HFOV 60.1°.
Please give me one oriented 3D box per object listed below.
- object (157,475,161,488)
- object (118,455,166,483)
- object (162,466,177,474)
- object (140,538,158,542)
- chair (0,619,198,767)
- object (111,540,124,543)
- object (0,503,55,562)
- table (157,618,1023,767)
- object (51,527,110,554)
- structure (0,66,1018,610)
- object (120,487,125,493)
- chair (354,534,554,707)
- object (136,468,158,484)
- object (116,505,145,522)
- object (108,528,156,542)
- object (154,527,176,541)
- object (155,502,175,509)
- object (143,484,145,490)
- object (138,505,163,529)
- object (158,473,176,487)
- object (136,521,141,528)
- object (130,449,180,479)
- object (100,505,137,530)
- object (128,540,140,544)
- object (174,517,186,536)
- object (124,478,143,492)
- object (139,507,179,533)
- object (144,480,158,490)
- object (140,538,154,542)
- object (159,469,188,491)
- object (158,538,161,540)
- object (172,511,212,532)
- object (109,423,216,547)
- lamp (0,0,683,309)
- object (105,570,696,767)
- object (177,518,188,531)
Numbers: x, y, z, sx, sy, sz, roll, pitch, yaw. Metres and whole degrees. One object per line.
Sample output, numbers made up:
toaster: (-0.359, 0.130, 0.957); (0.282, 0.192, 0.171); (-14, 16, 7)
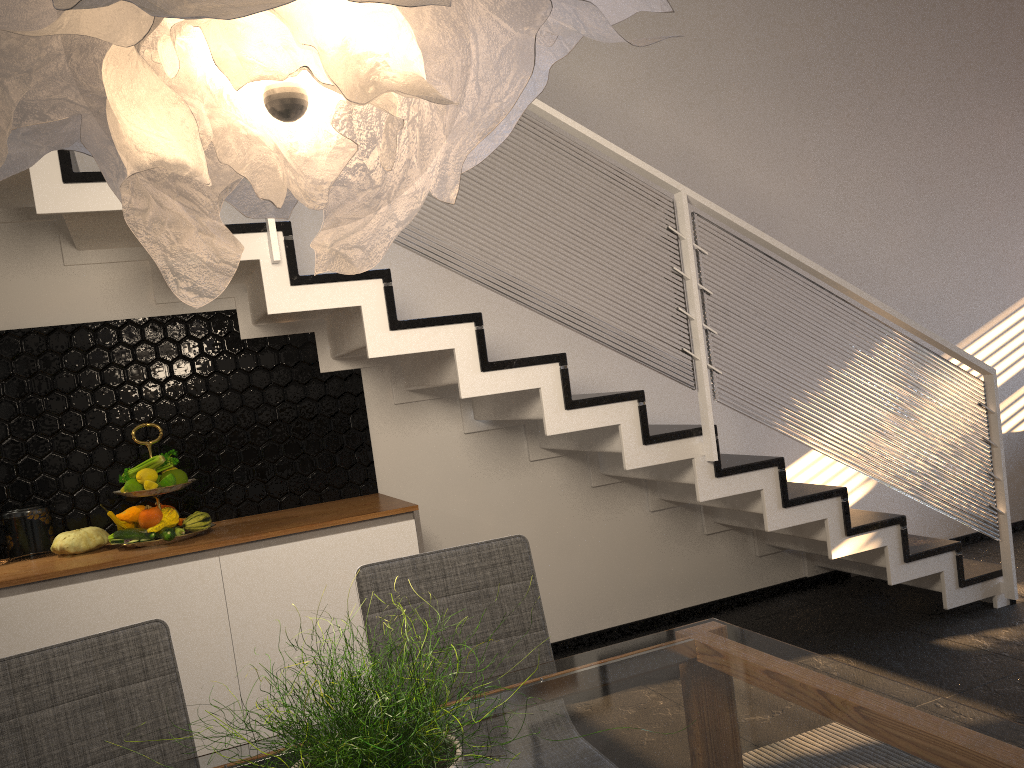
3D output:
object: (-1.270, 0.358, 3.194); (0.063, 0.061, 0.066); (-8, 2, -14)
object: (-1.302, 0.300, 3.100); (0.181, 0.082, 0.056); (-7, 3, 7)
object: (-1.237, 0.330, 3.216); (0.059, 0.069, 0.078); (-7, 2, 6)
object: (-1.288, 0.557, 3.137); (0.067, 0.014, 0.064); (-7, 1, 34)
chair: (-0.645, 0.927, 1.466); (0.473, 0.922, 0.602); (-10, 3, -36)
object: (-1.361, 0.543, 3.053); (0.042, 0.020, 0.043); (-7, 1, 30)
object: (-1.733, 0.532, 3.181); (0.172, 0.185, 0.171); (-5, 3, 45)
table: (-0.142, 0.965, 1.192); (1.794, 0.716, 0.998); (-8, 2, -22)
object: (-1.527, 0.553, 3.135); (0.196, 0.083, 0.189); (-8, 1, -13)
structure: (-1.721, -2.661, 1.020); (8.435, 8.336, 4.234); (-8, 3, -22)
object: (-1.348, 0.368, 3.110); (0.052, 0.050, 0.049); (-8, 2, -4)
chair: (-0.012, 0.839, 1.876); (0.474, 0.922, 0.601); (-9, 3, -19)
object: (-1.271, 0.322, 3.085); (0.071, 0.058, 0.068); (-8, 2, -23)
object: (-1.341, 0.459, 3.100); (0.126, 0.056, 0.059); (-8, 2, -21)
object: (-1.310, 0.520, 3.067); (0.217, 0.045, 0.053); (-7, 2, 25)
object: (-1.215, 0.517, 3.069); (0.061, 0.048, 0.240); (-9, 1, -41)
object: (-1.288, 0.490, 3.266); (0.112, 0.111, 0.112); (-6, 3, 44)
object: (-1.315, 0.366, 3.148); (0.075, 0.062, 0.101); (-9, 2, -40)
object: (-1.253, 0.465, 3.078); (0.085, 0.093, 0.087); (-8, 2, -17)
object: (-1.197, 0.339, 3.073); (0.059, 0.055, 0.060); (-7, 2, 12)
object: (-1.310, 0.482, 3.183); (0.089, 0.079, 0.087); (-7, 2, 13)
object: (-1.293, 0.295, 3.157); (0.210, 0.101, 0.067); (-8, 3, -7)
object: (-1.368, 0.469, 3.102); (0.061, 0.121, 0.125); (-7, 2, 10)
object: (-1.304, 0.546, 3.056); (0.041, 0.017, 0.043); (-7, 1, 9)
object: (-1.188, 0.513, 3.164); (0.069, 0.076, 0.229); (-9, 1, -31)
object: (-1.316, 0.358, 3.080); (0.062, 0.060, 0.065); (-9, 2, -26)
object: (-1.220, 0.472, 3.079); (0.079, 0.077, 0.153); (-7, 1, 13)
object: (-1.238, 0.348, 3.037); (0.048, 0.041, 0.044); (-7, 2, 29)
object: (-1.249, 0.537, 3.034); (0.043, 0.014, 0.042); (-8, 1, -12)
object: (-1.203, 0.342, 3.148); (0.095, 0.079, 0.101); (-8, 2, -26)
object: (-1.284, 0.531, 3.193); (0.071, 0.065, 0.069); (-7, 2, 8)
object: (-1.132, 0.494, 3.155); (0.076, 0.073, 0.151); (-7, 1, 16)
object: (-1.265, 0.348, 3.139); (0.350, 0.427, 0.352); (-9, 3, -28)
lamp: (-0.616, -2.700, 0.966); (1.060, 5.229, 1.115); (-8, 4, -11)
object: (-0.195, 0.443, 1.149); (0.665, 0.368, 0.532); (-8, 2, -27)
object: (-1.178, 0.503, 3.182); (0.085, 0.057, 0.088); (-7, 2, 19)
